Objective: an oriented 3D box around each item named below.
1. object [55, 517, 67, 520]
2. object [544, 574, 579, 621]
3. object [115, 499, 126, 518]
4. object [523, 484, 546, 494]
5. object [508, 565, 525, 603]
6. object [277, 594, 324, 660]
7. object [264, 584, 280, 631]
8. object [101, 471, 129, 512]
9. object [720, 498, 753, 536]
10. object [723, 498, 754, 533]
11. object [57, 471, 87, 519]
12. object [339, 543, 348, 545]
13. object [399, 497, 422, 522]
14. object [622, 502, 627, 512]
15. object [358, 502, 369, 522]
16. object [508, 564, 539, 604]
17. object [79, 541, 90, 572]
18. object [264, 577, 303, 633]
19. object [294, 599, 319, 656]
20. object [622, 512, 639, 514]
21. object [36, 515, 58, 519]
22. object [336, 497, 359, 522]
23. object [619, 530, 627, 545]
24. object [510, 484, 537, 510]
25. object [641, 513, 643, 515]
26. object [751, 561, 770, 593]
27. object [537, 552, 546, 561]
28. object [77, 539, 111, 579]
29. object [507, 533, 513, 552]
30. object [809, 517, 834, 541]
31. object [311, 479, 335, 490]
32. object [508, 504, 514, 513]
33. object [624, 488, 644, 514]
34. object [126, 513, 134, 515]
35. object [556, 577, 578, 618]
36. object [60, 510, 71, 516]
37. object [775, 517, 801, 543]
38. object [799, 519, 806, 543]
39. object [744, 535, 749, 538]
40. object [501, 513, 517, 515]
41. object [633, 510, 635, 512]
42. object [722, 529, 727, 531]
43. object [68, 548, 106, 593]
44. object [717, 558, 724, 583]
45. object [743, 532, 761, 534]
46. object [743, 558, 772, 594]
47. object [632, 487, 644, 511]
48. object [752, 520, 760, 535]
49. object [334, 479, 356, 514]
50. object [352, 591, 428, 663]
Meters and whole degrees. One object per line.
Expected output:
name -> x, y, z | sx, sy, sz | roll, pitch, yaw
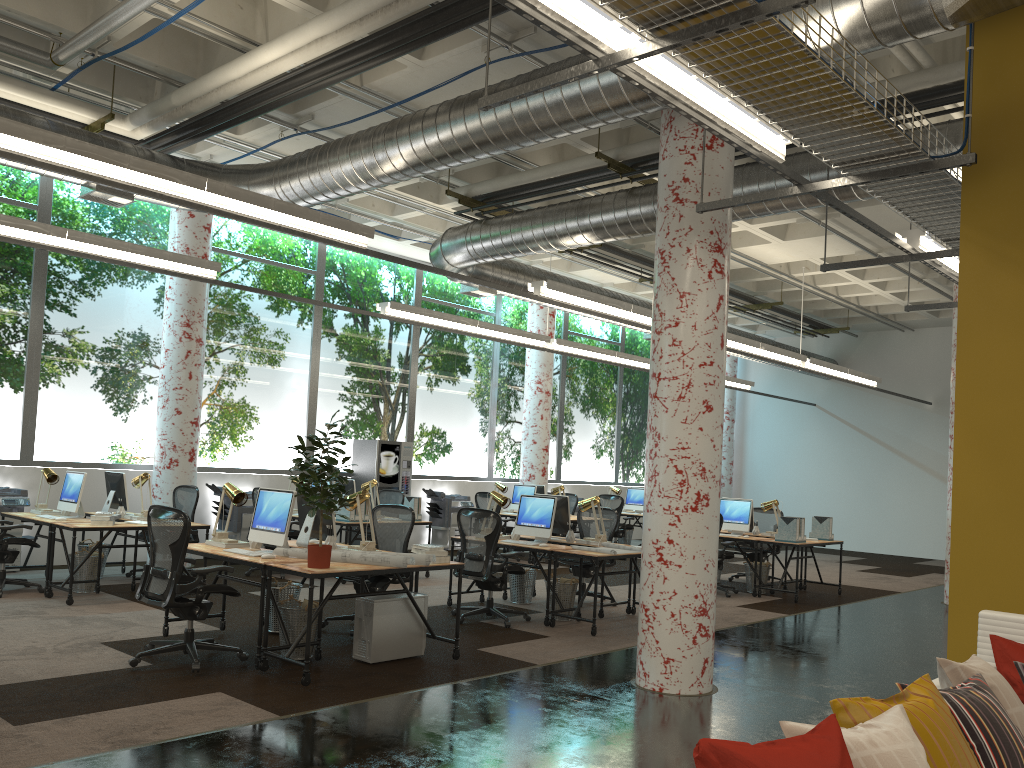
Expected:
object -> -4.528, 1.354, 8.894 | 0.059, 0.029, 0.106 | -2, -7, 43
object -> 0.487, 2.131, 8.859 | 0.358, 0.434, 0.354 | 0, -5, 39
object -> -4.221, 1.344, 9.564 | 0.101, 0.209, 0.102 | 3, -3, -2
object -> 0.365, 1.959, 15.079 | 0.484, 0.484, 0.190 | -1, -4, 43
object -> 0.054, 2.207, 9.753 | 0.235, 0.402, 0.120 | 0, -4, 43
object -> -1.572, 1.783, 6.507 | 0.358, 0.434, 0.354 | 0, -5, 39
object -> -2.005, 1.858, 7.401 | 0.235, 0.402, 0.120 | 0, -4, 43
object -> -4.423, 1.221, 9.842 | 0.484, 0.484, 0.190 | -1, -4, 43
object -> 3.009, 1.799, 11.946 | 0.484, 0.484, 0.190 | -1, -4, 43
object -> 3.172, 1.861, 12.512 | 0.484, 0.484, 0.190 | -1, -4, 43
object -> -4.585, 1.160, 9.276 | 0.484, 0.484, 0.190 | -1, -4, 43
object -> -2.195, 2.248, 11.409 | 0.235, 0.402, 0.120 | 0, -4, 43
object -> -1.320, 1.633, 11.559 | 0.280, 0.301, 0.151 | -1, -4, 43
object -> 2.174, 2.387, 17.173 | 0.101, 0.209, 0.102 | 3, -3, -2
object -> -1.902, 1.544, 10.923 | 0.280, 0.301, 0.151 | -1, -4, 43
object -> 0.112, 2.201, 9.808 | 0.358, 0.434, 0.354 | 0, -5, 39
object -> -4.787, 1.978, 9.948 | 0.235, 0.402, 0.120 | 0, -4, 43
object -> -1.947, 1.853, 7.456 | 0.358, 0.434, 0.354 | 0, -5, 39
object -> -1.516, 1.804, 6.561 | 0.235, 0.402, 0.120 | 0, -4, 43
object -> 2.209, 2.444, 16.750 | 0.439, 0.017, 0.119 | -2, -7, 42
object -> -4.766, 1.369, 9.120 | 0.439, 0.017, 0.119 | -2, -7, 42
object -> -2.001, 1.528, 10.814 | 0.280, 0.301, 0.151 | -1, -4, 43
object -> 2.188, 3.053, 17.577 | 0.235, 0.402, 0.120 | 0, -4, 43
object -> 0.202, 1.898, 14.513 | 0.484, 0.484, 0.190 | -1, -4, 43
object -> 2.447, 2.428, 16.523 | 0.059, 0.029, 0.106 | -2, -7, 43
object -> 3.296, 2.563, 11.778 | 0.235, 0.402, 0.120 | 0, -4, 43
object -> 0.489, 2.661, 14.345 | 0.235, 0.402, 0.120 | 0, -4, 43
object -> -4.730, 1.972, 10.003 | 0.358, 0.434, 0.354 | 0, -5, 39
object -> 0.000, 2.716, 15.185 | 0.235, 0.402, 0.120 | 0, -4, 43
object -> 4.170, 1.948, 11.927 | 0.280, 0.301, 0.151 | -1, -4, 43
object -> -2.717, 1.852, 11.764 | 1.078, 1.206, 0.191 | -1, -4, 43
object -> -0.013, 2.050, 14.780 | 0.101, 0.209, 0.102 | 3, -3, -2
object -> 2.390, 2.235, 16.906 | 0.484, 0.484, 0.190 | -1, -4, 43
object -> -4.266, 1.476, 9.979 | 0.439, 0.017, 0.119 | -2, -7, 42
object -> 0.543, 2.153, 8.913 | 0.235, 0.402, 0.120 | 0, -4, 43
object -> -4.801, 1.312, 9.543 | 0.101, 0.209, 0.102 | 3, -3, -2
object -> 3.489, 1.843, 11.182 | 0.280, 0.301, 0.151 | -1, -4, 43
object -> 3.589, 1.859, 11.291 | 0.280, 0.301, 0.151 | -1, -4, 43
object -> 3.066, 1.993, 11.563 | 0.059, 0.029, 0.106 | -2, -7, 43
object -> 0.022, 2.107, 14.357 | 0.439, 0.017, 0.119 | -2, -7, 42
object -> 2.473, 2.553, 17.836 | 0.059, 0.029, 0.106 | -2, -7, 43
object -> 3.092, 2.118, 12.876 | 0.059, 0.029, 0.106 | -2, -7, 43
object -> -4.354, 1.902, 9.054 | 0.358, 0.434, 0.354 | 0, -5, 39
object -> 2.865, 2.612, 12.673 | 0.358, 0.434, 0.354 | 0, -5, 39
object -> 3.329, 2.115, 12.649 | 0.439, 0.017, 0.119 | -2, -7, 42
object -> 3.240, 2.541, 11.724 | 0.358, 0.434, 0.354 | 0, -5, 39
object -> 2.553, 2.296, 17.472 | 0.484, 0.484, 0.190 | -1, -4, 43
object -> 3.374, 1.983, 12.234 | 0.101, 0.209, 0.102 | 3, -3, -2
object -> -2.319, 1.546, 12.143 | 0.484, 0.484, 0.190 | -1, -4, 43
object -> -0.908, 1.827, 6.690 | 0.221, 0.454, 0.543 | 0, -5, 42
